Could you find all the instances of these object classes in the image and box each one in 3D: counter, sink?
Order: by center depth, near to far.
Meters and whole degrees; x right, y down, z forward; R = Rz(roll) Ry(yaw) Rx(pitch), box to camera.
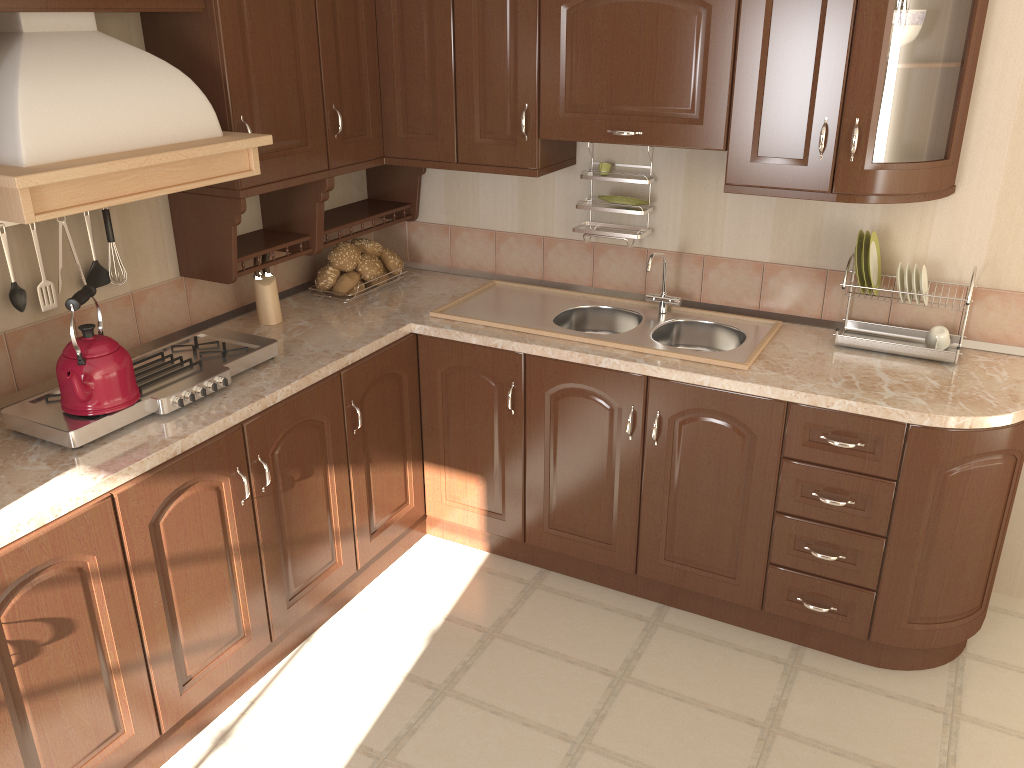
[{"bbox_3d":[-0.116,0.167,2.098,2.422,0.034,2.603,11,25,26],"label":"counter"},{"bbox_3d":[0.301,-0.272,2.922,1.077,0.348,0.448,11,25,26],"label":"sink"}]

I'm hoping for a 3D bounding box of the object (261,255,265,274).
[{"bbox_3d":[-0.826,-0.367,2.971,0.022,0.159,0.050,-1,23,-2],"label":"object"}]

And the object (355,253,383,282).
[{"bbox_3d":[-0.527,-0.427,3.253,0.110,0.102,0.115,-14,27,-30],"label":"object"}]

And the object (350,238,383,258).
[{"bbox_3d":[-0.551,-0.508,3.319,0.125,0.078,0.112,9,24,21],"label":"object"}]

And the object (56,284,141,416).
[{"bbox_3d":[-1.006,-0.082,2.133,0.181,0.282,0.227,-17,28,-35],"label":"object"}]

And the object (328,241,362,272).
[{"bbox_3d":[-0.602,-0.459,3.197,0.100,0.105,0.118,9,24,21],"label":"object"}]

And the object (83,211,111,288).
[{"bbox_3d":[-1.173,-0.377,2.466,0.028,0.236,0.088,11,25,26],"label":"object"}]

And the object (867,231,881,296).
[{"bbox_3d":[1.083,-0.360,2.646,0.047,0.188,0.193,12,26,27],"label":"object"}]

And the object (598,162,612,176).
[{"bbox_3d":[0.317,-0.734,3.025,0.044,0.051,0.049,-2,23,-3],"label":"object"}]

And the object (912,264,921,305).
[{"bbox_3d":[1.191,-0.293,2.609,0.034,0.119,0.123,11,25,26],"label":"object"}]

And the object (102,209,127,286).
[{"bbox_3d":[-1.133,-0.385,2.514,0.049,0.219,0.049,2,23,5],"label":"object"}]

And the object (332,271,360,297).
[{"bbox_3d":[-0.596,-0.359,3.191,0.104,0.092,0.114,-6,23,-14],"label":"object"}]

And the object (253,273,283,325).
[{"bbox_3d":[-0.819,-0.289,2.958,0.078,0.148,0.151,-10,25,-22],"label":"object"}]

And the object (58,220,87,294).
[{"bbox_3d":[-1.202,-0.344,2.391,0.005,0.195,0.089,11,25,26],"label":"object"}]

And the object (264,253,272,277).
[{"bbox_3d":[-0.807,-0.345,2.944,0.027,0.198,0.053,4,23,11],"label":"object"}]

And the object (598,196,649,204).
[{"bbox_3d":[0.376,-0.620,2.993,0.174,0.051,0.167,11,25,26],"label":"object"}]

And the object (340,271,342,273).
[{"bbox_3d":[-0.622,-0.449,3.283,0.110,0.092,0.113,-4,23,-9],"label":"object"}]

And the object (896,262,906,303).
[{"bbox_3d":[1.154,-0.301,2.628,0.034,0.119,0.123,11,25,26],"label":"object"}]

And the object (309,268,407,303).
[{"bbox_3d":[-0.567,-0.384,3.303,0.199,0.060,0.364,11,25,26],"label":"object"}]

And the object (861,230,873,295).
[{"bbox_3d":[1.067,-0.363,2.655,0.047,0.188,0.193,12,26,27],"label":"object"}]

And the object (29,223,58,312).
[{"bbox_3d":[-1.239,-0.311,2.332,0.003,0.245,0.051,11,25,26],"label":"object"}]

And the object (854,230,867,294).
[{"bbox_3d":[1.051,-0.367,2.663,0.047,0.188,0.193,12,26,27],"label":"object"}]

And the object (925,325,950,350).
[{"bbox_3d":[1.286,-0.141,2.668,0.073,0.072,0.085,-3,23,-7],"label":"object"}]

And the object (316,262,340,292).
[{"bbox_3d":[-0.664,-0.384,3.204,0.092,0.109,0.123,-2,23,-4],"label":"object"}]

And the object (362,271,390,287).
[{"bbox_3d":[-0.517,-0.401,3.343,0.105,0.060,0.103,9,24,21],"label":"object"}]

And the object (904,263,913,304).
[{"bbox_3d":[1.173,-0.297,2.619,0.034,0.119,0.123,12,26,28],"label":"object"}]

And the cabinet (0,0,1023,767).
[{"bbox_3d":[-0.269,-0.044,1.727,2.436,2.313,3.226,11,25,26],"label":"cabinet"}]

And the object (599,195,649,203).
[{"bbox_3d":[0.377,-0.623,2.993,0.174,0.051,0.167,11,25,26],"label":"object"}]

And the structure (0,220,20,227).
[{"bbox_3d":[-1.214,-0.451,2.339,0.008,0.020,0.422,11,25,26],"label":"structure"}]

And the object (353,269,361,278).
[{"bbox_3d":[-0.578,-0.422,3.333,0.098,0.094,0.114,3,23,8],"label":"object"}]

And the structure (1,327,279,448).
[{"bbox_3d":[-0.946,-0.012,2.390,0.325,0.054,0.710,11,25,26],"label":"structure"}]

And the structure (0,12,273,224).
[{"bbox_3d":[-1.027,-0.879,2.070,0.455,0.845,0.753,11,25,26],"label":"structure"}]

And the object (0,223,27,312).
[{"bbox_3d":[-1.276,-0.294,2.258,0.015,0.231,0.048,12,26,27],"label":"object"}]

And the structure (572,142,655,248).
[{"bbox_3d":[0.345,-0.652,3.017,0.256,0.361,0.131,11,25,26],"label":"structure"}]

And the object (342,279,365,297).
[{"bbox_3d":[-0.596,-0.360,3.241,0.119,0.058,0.114,-3,23,-6],"label":"object"}]

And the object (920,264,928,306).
[{"bbox_3d":[1.210,-0.289,2.600,0.034,0.119,0.123,11,25,26],"label":"object"}]

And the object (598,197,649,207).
[{"bbox_3d":[0.376,-0.617,2.994,0.174,0.051,0.167,11,25,26],"label":"object"}]

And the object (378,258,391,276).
[{"bbox_3d":[-0.527,-0.453,3.403,0.125,0.100,0.091,9,24,21],"label":"object"}]

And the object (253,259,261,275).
[{"bbox_3d":[-0.840,-0.351,2.946,0.027,0.191,0.052,-7,24,-15],"label":"object"}]

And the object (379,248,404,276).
[{"bbox_3d":[-0.459,-0.465,3.375,0.097,0.106,0.117,-7,24,-15],"label":"object"}]

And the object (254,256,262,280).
[{"bbox_3d":[-0.834,-0.330,2.923,0.027,0.198,0.053,4,23,11],"label":"object"}]

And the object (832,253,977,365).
[{"bbox_3d":[1.171,-0.236,2.645,0.359,0.275,0.172,12,26,27],"label":"object"}]
